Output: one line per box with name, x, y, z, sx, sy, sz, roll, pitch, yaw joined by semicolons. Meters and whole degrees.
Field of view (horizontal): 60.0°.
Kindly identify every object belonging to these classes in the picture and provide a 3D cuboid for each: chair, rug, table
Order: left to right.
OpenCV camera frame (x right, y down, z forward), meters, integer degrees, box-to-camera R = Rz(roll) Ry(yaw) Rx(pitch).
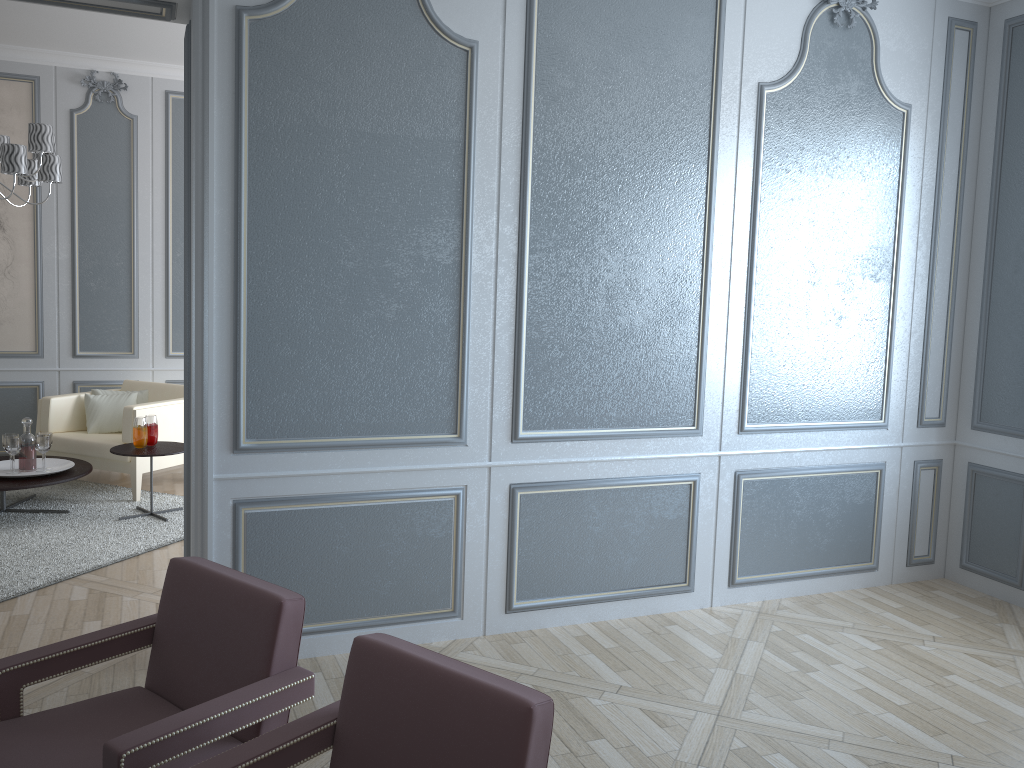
rug;-2.707;0.736;4.526;2.001;0.010;2.003;5;7;22
table;-2.762;0.587;4.812;0.882;0.238;0.884;-1;7;-25
chair;-0.831;0.772;1.912;0.577;0.619;0.606;6;7;37
chair;-2.419;0.321;5.599;0.855;0.620;0.738;4;6;22
table;-1.969;0.538;4.843;0.414;0.384;0.415;5;6;25
chair;-0.296;0.840;1.463;0.577;0.619;0.606;6;7;37

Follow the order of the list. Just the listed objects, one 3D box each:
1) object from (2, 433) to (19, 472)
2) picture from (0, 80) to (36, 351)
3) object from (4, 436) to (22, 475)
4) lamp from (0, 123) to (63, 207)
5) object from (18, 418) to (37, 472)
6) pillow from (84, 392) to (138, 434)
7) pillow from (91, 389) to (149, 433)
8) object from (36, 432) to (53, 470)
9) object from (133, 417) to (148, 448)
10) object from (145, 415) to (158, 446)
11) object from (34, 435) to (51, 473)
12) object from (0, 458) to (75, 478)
object;-2.707;0.370;4.789;0.080;0.196;0.080;-2;7;-39
picture;-3.713;-1.084;5.627;1.199;1.748;0.001;0;6;-22
object;-2.649;0.381;4.710;0.080;0.196;0.080;0;6;-19
lamp;-2.827;-1.453;4.472;0.976;1.118;0.978;-2;7;-34
object;-2.620;0.325;4.793;0.086;0.290;0.086;2;5;-2
pillow;-2.530;0.184;5.609;0.312;0.245;0.164;-1;6;-28
pillow;-2.521;0.175;5.697;0.351;0.276;0.184;0;6;-17
object;-2.562;0.367;4.859;0.080;0.196;0.080;-2;7;-39
object;-2.016;0.264;4.808;0.075;0.165;0.075;-2;6;-33
object;-1.992;0.256;4.891;0.075;0.165;0.075;5;6;26
object;-2.529;0.377;4.782;0.080;0.196;0.080;-2;7;-39
object;-2.625;0.460;4.793;0.468;0.028;0.469;1;6;-10
